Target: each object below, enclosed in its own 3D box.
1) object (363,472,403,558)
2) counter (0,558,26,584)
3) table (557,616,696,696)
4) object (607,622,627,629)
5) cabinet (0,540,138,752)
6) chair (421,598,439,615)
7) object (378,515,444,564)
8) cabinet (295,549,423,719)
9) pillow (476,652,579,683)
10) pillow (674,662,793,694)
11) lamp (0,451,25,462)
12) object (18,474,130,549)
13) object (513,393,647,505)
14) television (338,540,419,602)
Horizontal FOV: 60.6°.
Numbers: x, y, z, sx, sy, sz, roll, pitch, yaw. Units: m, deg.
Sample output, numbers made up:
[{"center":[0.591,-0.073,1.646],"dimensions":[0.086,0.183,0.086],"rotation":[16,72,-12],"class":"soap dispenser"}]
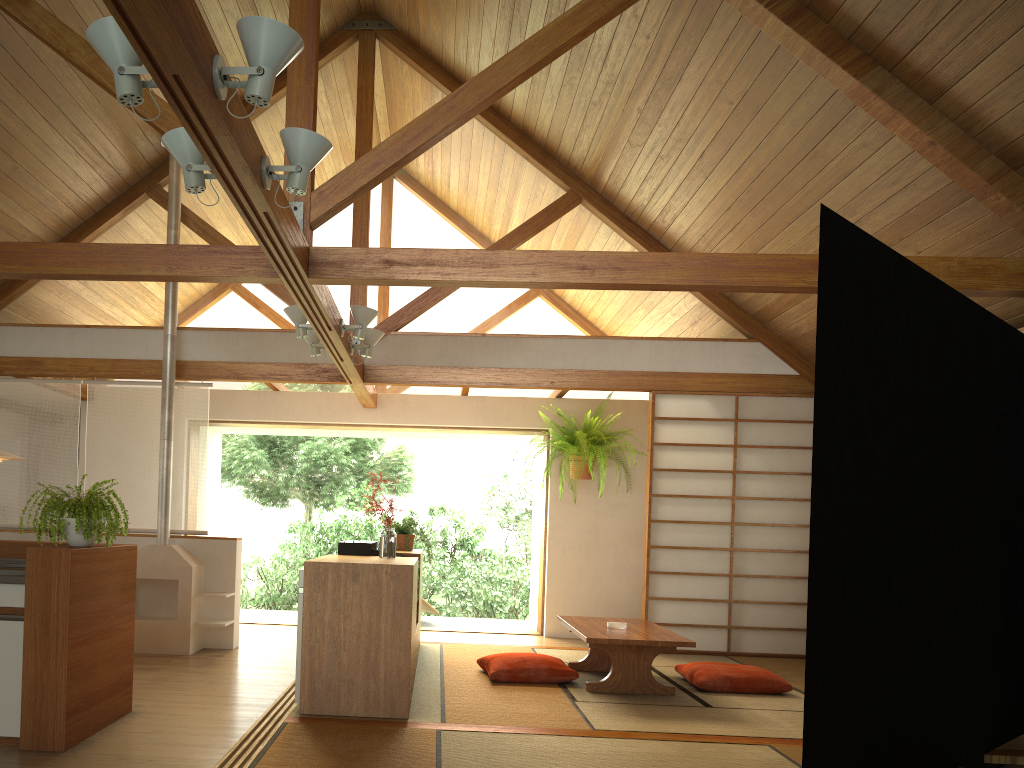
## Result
[{"center":[-0.739,0.732,4.940],"dimensions":[0.241,0.498,0.223],"rotation":[2,-2,6],"class":"object"},{"center":[-3.437,0.901,4.201],"dimensions":[2.598,0.168,0.620],"rotation":[1,-9,3],"class":"counter"},{"center":[0.660,1.684,5.452],"dimensions":[0.601,0.333,1.217],"rotation":[2,-9,-3],"class":"table"},{"center":[0.652,1.497,5.432],"dimensions":[0.113,0.030,0.126],"rotation":[6,-10,-27],"class":"object"},{"center":[-3.354,1.187,4.283],"dimensions":[2.798,0.877,0.842],"rotation":[1,-4,3],"class":"cabinet"},{"center":[-1.406,2.168,9.141],"dimensions":[1.181,0.624,0.847],"rotation":[5,-7,-25],"class":"chair"},{"center":[-0.853,1.170,6.562],"dimensions":[0.541,0.374,0.530],"rotation":[7,-8,-40],"class":"object"},{"center":[-0.875,1.443,5.534],"dimensions":[0.556,0.730,2.683],"rotation":[2,-9,-4],"class":"cabinet"},{"center":[0.091,1.772,5.505],"dimensions":[0.551,0.147,0.575],"rotation":[3,-9,-7],"class":"pillow"},{"center":[1.349,1.809,5.423],"dimensions":[0.557,0.130,0.568],"rotation":[2,-9,-2],"class":"pillow"},{"center":[-3.837,-0.576,5.445],"dimensions":[1.845,2.141,0.544],"rotation":[1,-1,13],"class":"lamp"},{"center":[-2.027,0.604,4.127],"dimensions":[0.476,0.349,0.475],"rotation":[-1,-7,24],"class":"object"},{"center":[0.690,0.631,8.054],"dimensions":[1.261,1.123,1.078],"rotation":[2,-4,-7],"class":"object"},{"center":[-0.838,1.270,5.532],"dimensions":[0.491,0.536,0.646],"rotation":[2,-5,-2],"class":"television"}]
